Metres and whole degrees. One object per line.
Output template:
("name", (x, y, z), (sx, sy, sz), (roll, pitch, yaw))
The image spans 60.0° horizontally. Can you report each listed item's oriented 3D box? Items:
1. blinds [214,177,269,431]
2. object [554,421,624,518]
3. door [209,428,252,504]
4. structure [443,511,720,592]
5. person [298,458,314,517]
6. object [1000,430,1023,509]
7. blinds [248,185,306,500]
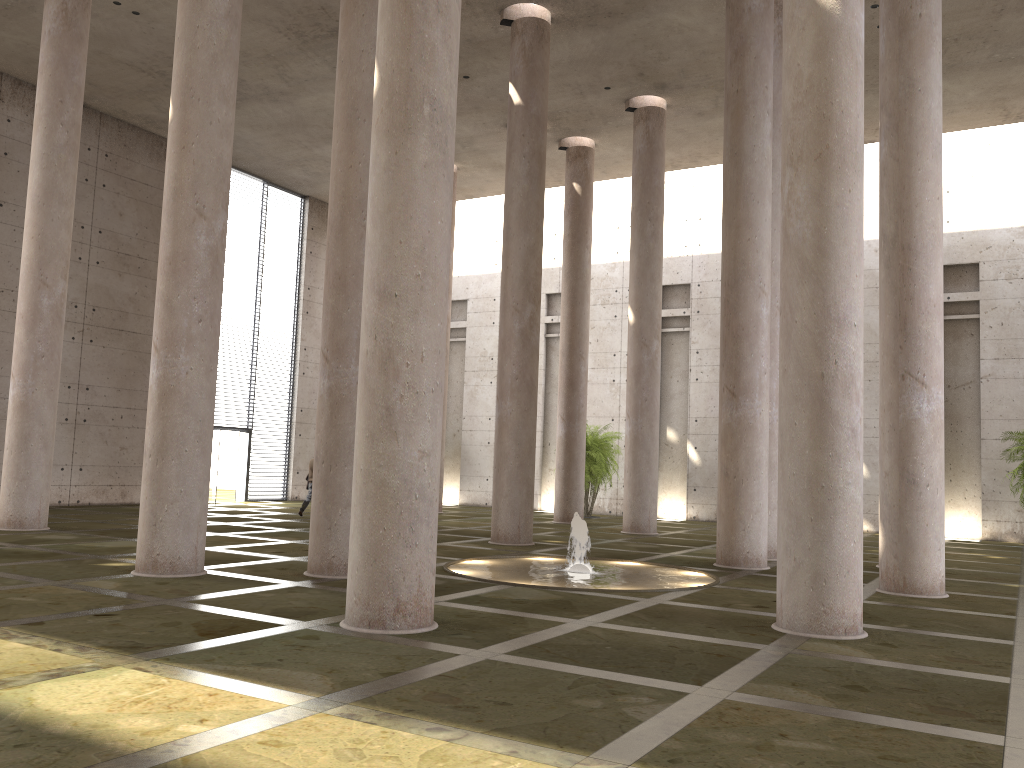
("blinds", (-8.638, -2.515, 28.096), (0.202, 7.905, 1.676), (-1, -6, 30))
("object", (2.293, 2.614, 26.938), (2.151, 3.126, 2.290), (1, -5, 13))
("door", (-8.922, 2.504, 27.471), (0.761, 2.300, 2.132), (1, -5, 10))
("structure", (0.984, 2.477, 12.766), (3.913, 1.279, 3.916), (2, -5, 3))
("person", (-4.892, 2.431, 21.883), (0.789, 1.752, 0.001), (1, -5, 10))
("object", (12.918, 2.385, 20.823), (2.483, 3.247, 2.333), (4, -6, -22))
("blinds", (-7.835, -1.366, 29.566), (0.202, 10.355, 1.676), (-1, -6, 30))
